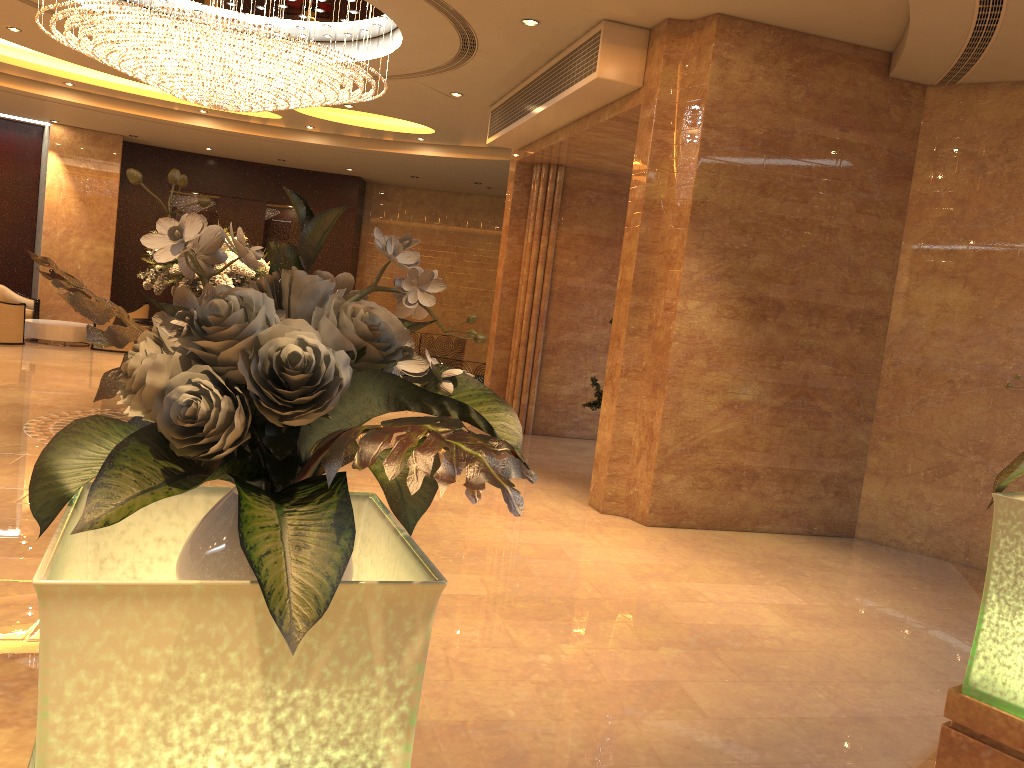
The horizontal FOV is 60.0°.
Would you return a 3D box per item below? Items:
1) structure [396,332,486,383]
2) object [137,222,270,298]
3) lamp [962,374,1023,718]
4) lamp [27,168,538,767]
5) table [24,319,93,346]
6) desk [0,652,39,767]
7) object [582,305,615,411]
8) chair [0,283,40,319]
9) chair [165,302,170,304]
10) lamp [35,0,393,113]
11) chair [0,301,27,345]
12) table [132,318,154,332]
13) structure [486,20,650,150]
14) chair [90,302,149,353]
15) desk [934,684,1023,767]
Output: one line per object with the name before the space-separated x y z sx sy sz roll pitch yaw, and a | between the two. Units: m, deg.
structure | -1.922 -0.337 16.476 3.815 0.995 7.624 7 5 3
object | -3.002 -1.058 8.825 1.277 0.999 1.318 8 5 15
lamp | 1.466 0.344 2.079 0.570 0.923 0.580 5 6 -19
lamp | -0.311 0.219 1.068 0.577 0.925 0.542 6 5 -13
table | -8.157 -0.924 15.988 1.196 0.354 1.196 8 5 11
desk | -6.179 0.240 1.639 12.951 1.155 3.466 9 6 19
object | 1.467 -0.129 9.201 1.250 2.363 0.843 3 6 -35
chair | -9.296 -1.377 16.317 0.769 0.916 0.951 11 6 34
chair | -6.272 -1.065 16.963 0.769 0.916 0.951 7 5 -6
lamp | -2.808 -3.288 8.627 3.206 1.196 3.204 9 6 21
chair | -8.713 -1.162 14.762 0.951 0.916 0.769 9 6 19
table | -3.155 -0.032 8.944 1.493 1.089 1.493 5 6 -22
structure | 0.427 -3.071 9.547 0.425 0.483 4.113 6 5 -16
chair | -6.955 -1.050 15.894 0.769 0.916 0.951 7 5 -1
desk | 3.084 1.207 3.512 1.570 1.155 5.227 11 7 39
